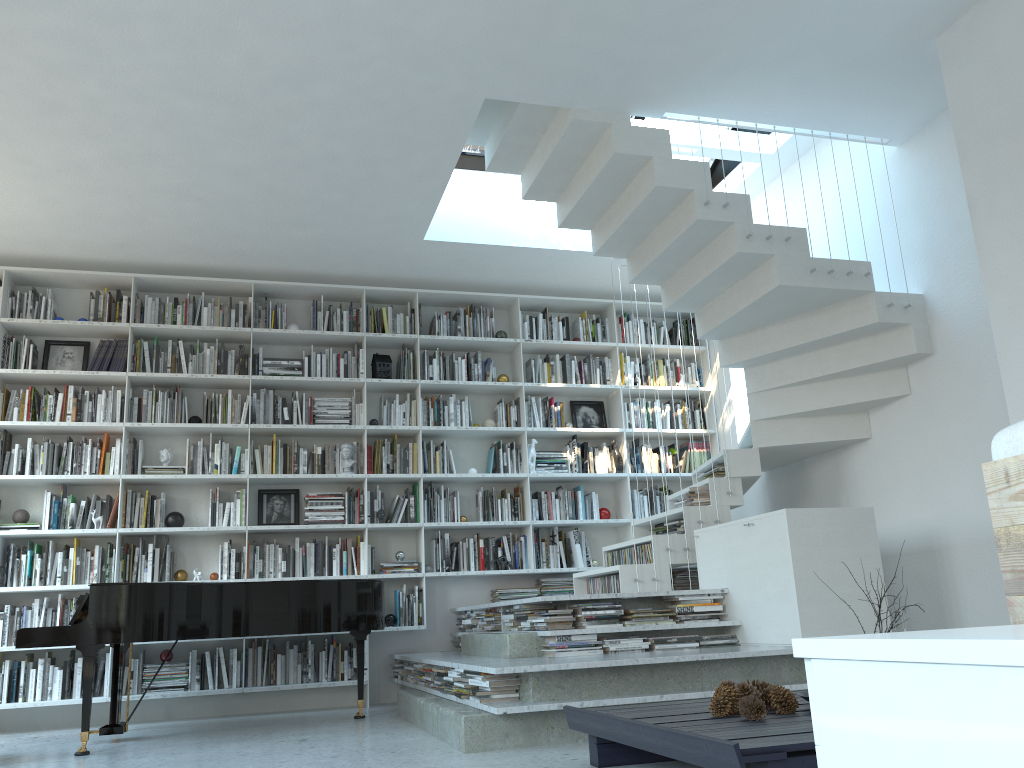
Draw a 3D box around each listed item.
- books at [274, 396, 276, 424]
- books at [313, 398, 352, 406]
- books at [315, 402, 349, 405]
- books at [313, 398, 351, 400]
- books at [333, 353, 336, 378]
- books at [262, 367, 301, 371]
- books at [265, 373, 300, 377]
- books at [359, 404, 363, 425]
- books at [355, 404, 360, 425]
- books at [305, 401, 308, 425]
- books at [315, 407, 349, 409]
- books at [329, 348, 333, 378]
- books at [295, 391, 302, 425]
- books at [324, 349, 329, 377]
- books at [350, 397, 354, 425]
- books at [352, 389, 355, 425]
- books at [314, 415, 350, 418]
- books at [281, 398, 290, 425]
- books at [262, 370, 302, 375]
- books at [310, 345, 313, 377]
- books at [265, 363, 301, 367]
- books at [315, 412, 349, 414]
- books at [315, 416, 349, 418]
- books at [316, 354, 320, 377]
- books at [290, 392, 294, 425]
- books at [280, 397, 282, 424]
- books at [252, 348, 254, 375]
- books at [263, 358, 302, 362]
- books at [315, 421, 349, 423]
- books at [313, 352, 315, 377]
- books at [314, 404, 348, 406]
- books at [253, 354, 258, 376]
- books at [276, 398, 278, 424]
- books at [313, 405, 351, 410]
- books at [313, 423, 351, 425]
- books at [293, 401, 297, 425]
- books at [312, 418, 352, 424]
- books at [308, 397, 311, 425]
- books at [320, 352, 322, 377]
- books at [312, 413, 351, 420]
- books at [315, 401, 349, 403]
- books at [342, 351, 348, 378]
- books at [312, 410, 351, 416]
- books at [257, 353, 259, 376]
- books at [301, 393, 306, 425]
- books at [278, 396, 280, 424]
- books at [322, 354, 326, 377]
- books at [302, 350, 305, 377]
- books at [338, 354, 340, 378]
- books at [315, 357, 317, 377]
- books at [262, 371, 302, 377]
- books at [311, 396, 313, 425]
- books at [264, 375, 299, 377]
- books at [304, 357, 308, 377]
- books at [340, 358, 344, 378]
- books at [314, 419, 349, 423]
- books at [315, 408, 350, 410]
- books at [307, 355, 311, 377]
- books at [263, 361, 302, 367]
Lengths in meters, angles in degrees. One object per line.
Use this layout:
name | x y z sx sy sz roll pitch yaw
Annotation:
books | -1.792 0.230 6.703 0.011 0.251 0.153 1 -15 -16
books | -1.392 0.142 6.841 0.285 0.012 0.160 3 -16 -21
books | -1.393 0.167 6.841 0.254 0.012 0.161 1 -16 -14
books | -1.395 0.132 6.850 0.285 0.012 0.160 1 -16 -14
books | -1.390 -0.103 6.897 0.023 0.222 0.191 1 -15 -16
books | -1.760 -0.095 6.796 0.285 0.024 0.160 0 -15 -11
books | -1.761 -0.054 6.790 0.254 0.012 0.161 2 -16 -19
books | -1.178 0.270 6.881 0.030 0.204 0.159 1 -15 -16
books | -1.205 0.271 6.867 0.029 0.198 0.172 1 -15 -16
books | -1.570 0.253 6.764 0.024 0.215 0.132 1 -15 -16
books | -1.391 0.204 6.832 0.254 0.012 0.161 1 -16 -14
books | -1.416 -0.124 6.904 0.023 0.268 0.185 1 -15 -16
books | -1.627 0.215 6.756 0.049 0.290 0.162 1 -15 -16
books | -1.446 -0.121 6.917 0.029 0.272 0.141 1 -15 -16
books | -1.234 0.240 6.853 0.012 0.253 0.161 1 -15 -16
books | -1.229 0.213 6.879 0.012 0.318 0.140 1 -15 -16
books | -1.387 0.262 6.817 0.254 0.012 0.161 2 -16 -18
books | -1.714 0.237 6.715 0.066 0.236 0.154 1 -15 -16
books | -1.763 -0.076 6.798 0.285 0.012 0.160 2 -16 -18
books | -1.551 -0.138 6.851 0.011 0.283 0.190 1 -15 -16
books | -1.762 -0.118 6.805 0.254 0.025 0.161 3 -16 -20
books | -1.390 0.240 6.825 0.254 0.012 0.161 1 -16 -15
books | -1.387 0.274 6.814 0.254 0.012 0.161 1 -16 -14
books | -1.504 -0.101 6.870 0.027 0.216 0.190 1 -15 -16
books | -1.676 0.218 6.745 0.022 0.284 0.131 1 -15 -16
books | -1.754 0.236 6.710 0.011 0.239 0.148 1 -15 -16
books | -1.975 -0.127 6.754 0.012 0.253 0.161 1 -15 -16
books | -1.767 -0.163 6.826 0.285 0.024 0.160 1 -16 -16
books | -1.386 0.311 6.809 0.254 0.012 0.161 1 -16 -16
books | -1.539 -0.111 6.865 0.021 0.237 0.172 1 -15 -16
books | -1.390 0.179 6.832 0.254 0.012 0.161 0 -15 -11
books | -1.949 -0.107 6.734 0.027 0.201 0.168 1 -15 -16
books | -1.780 0.239 6.704 0.014 0.232 0.147 1 -15 -16
books | -1.392 0.193 6.837 0.285 0.012 0.160 2 -16 -17
books | -1.385 0.322 6.804 0.285 0.012 0.160 1 -16 -15
books | -1.651 0.250 6.737 0.024 0.216 0.148 1 -15 -16
books | -1.386 0.285 6.809 0.285 0.012 0.160 2 -16 -19
books | -1.549 0.238 6.765 0.015 0.244 0.183 1 -15 -16
books | -1.490 -0.111 6.890 0.012 0.244 0.132 1 -15 -16
books | -1.389 0.252 6.822 0.285 0.012 0.160 1 -16 -15
books | -1.395 0.157 6.848 0.254 0.012 0.161 1 -16 -16
books | -1.305 -0.113 6.926 0.032 0.247 0.174 1 -15 -16
books | -1.389 0.227 6.824 0.285 0.012 0.160 1 -15 -13
books | -1.934 -0.111 6.754 0.013 0.217 0.141 1 -15 -16
books | -1.589 0.223 6.750 0.021 0.268 0.192 1 -15 -16
books | -1.766 0.230 6.707 0.014 0.249 0.173 1 -15 -16
books | -1.467 -0.101 6.883 0.028 0.218 0.184 1 -15 -16
books | -1.613 -0.121 6.846 0.012 0.253 0.161 1 -15 -16
books | -1.354 -0.104 6.914 0.012 0.230 0.159 1 -15 -16
books | -1.526 -0.092 6.876 0.011 0.203 0.133 1 -15 -16
books | -1.761 -0.066 6.793 0.285 0.012 0.160 2 -16 -19
books | -1.533 0.234 6.758 0.013 0.246 0.177 1 -15 -16
books | -1.759 -0.043 6.783 0.254 0.012 0.161 0 -15 -11
books | -1.592 -0.090 6.839 0.025 0.187 0.194 1 -15 -16
books | -1.333 -0.084 6.910 0.029 0.187 0.176 1 -15 -16
books | -1.386 0.298 6.810 0.254 0.012 0.161 2 -16 -17
books | -1.390 0.215 6.827 0.254 0.012 0.161 2 -16 -19
books | -1.578 -0.099 6.877 0.024 0.223 0.129 1 -15 -16
books | -1.765 -0.141 6.815 0.285 0.024 0.160 1 -16 -14
